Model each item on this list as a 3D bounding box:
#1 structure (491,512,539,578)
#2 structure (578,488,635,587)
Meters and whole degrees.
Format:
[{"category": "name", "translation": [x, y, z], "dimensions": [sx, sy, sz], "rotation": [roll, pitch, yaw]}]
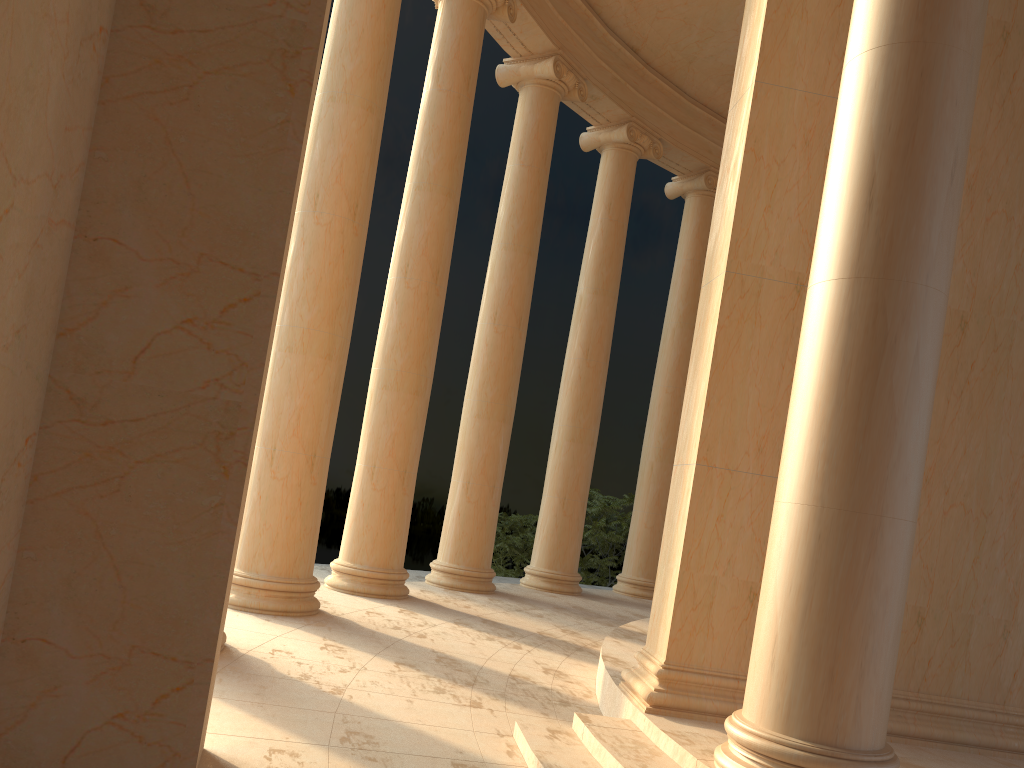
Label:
[{"category": "structure", "translation": [-17.479, 310.754, 1520.494], "dimensions": [148.983, 187.720, 156.534], "rotation": [9, -4, 7]}, {"category": "structure", "translation": [168.250, 338.761, 1611.505], "dimensions": [247.343, 298.527, 238.397], "rotation": [9, -4, -3]}]
